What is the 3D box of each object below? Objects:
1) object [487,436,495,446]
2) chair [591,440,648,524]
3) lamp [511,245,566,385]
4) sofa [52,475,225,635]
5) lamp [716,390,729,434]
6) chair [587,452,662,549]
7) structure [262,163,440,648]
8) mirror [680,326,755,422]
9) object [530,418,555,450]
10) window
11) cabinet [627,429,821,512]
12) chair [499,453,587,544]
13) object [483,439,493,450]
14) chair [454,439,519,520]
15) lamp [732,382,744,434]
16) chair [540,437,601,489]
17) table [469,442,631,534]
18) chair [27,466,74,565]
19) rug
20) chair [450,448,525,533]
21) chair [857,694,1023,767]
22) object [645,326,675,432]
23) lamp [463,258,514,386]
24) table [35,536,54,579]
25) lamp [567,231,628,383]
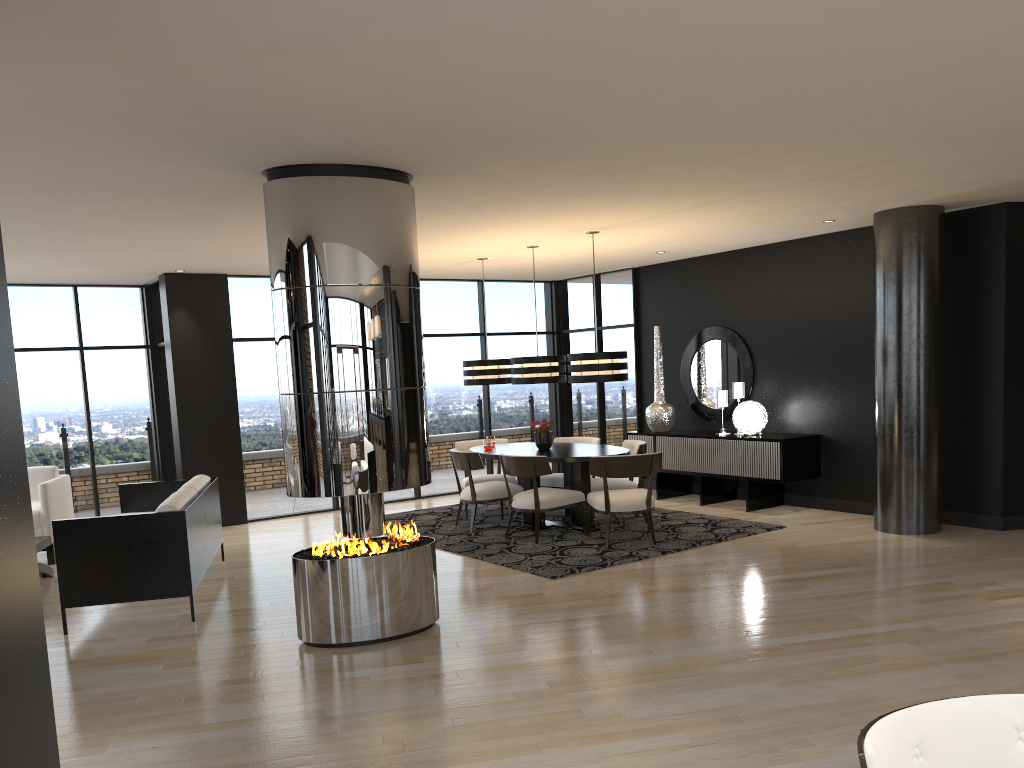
[{"bbox_3d":[-0.223,0.603,9.370,0.095,0.107,0.094,-1,4,21],"label":"object"},{"bbox_3d":[1.027,0.978,8.683,0.616,0.813,0.638,-3,4,-6],"label":"chair"},{"bbox_3d":[0.234,-0.672,8.606,0.533,1.340,0.533,-7,7,-35],"label":"lamp"},{"bbox_3d":[-2.758,1.195,6.729,0.837,0.809,2.021,-4,2,-13],"label":"sofa"},{"bbox_3d":[2.271,0.304,9.523,0.132,0.469,0.123,-4,6,-12],"label":"lamp"},{"bbox_3d":[0.975,0.996,7.732,0.642,0.813,0.611,-3,4,-6],"label":"chair"},{"bbox_3d":[-0.938,0.157,5.307,0.889,2.766,0.583,-5,7,-24],"label":"structure"},{"bbox_3d":[2.295,-0.107,9.939,0.025,1.087,1.073,-7,6,-35],"label":"mirror"},{"bbox_3d":[0.305,0.494,8.690,0.228,0.301,0.237,-6,5,-33],"label":"object"},{"bbox_3d":[-0.421,-0.871,3.371,10.095,4.821,15.835,-4,2,-26],"label":"window"},{"bbox_3d":[2.247,0.921,9.692,0.607,0.772,2.232,-6,3,-35],"label":"cabinet"},{"bbox_3d":[0.246,1.026,8.088,0.612,0.813,0.641,-7,6,-42],"label":"chair"},{"bbox_3d":[-0.242,0.612,8.938,0.095,0.107,0.095,-5,4,-24],"label":"object"},{"bbox_3d":[-0.275,1.025,9.609,0.642,0.813,0.612,-4,5,-14],"label":"chair"},{"bbox_3d":[2.418,0.256,9.409,0.125,0.555,0.131,-1,6,17],"label":"lamp"},{"bbox_3d":[0.602,0.987,9.358,0.642,0.813,0.612,1,6,41],"label":"chair"},{"bbox_3d":[0.348,1.027,8.753,1.204,0.775,2.101,-4,2,-33],"label":"table"},{"bbox_3d":[-4.754,1.239,8.269,1.000,0.863,0.849,-3,4,-12],"label":"chair"},{"bbox_3d":[0.342,1.408,8.854,2.705,0.011,3.714,-3,1,-35],"label":"rug"},{"bbox_3d":[-0.275,1.039,8.777,0.614,0.813,0.639,-5,5,-25],"label":"chair"},{"bbox_3d":[1.214,1.148,1.997,0.804,0.680,0.680,-3,4,-12],"label":"chair"},{"bbox_3d":[1.699,-0.054,10.186,0.342,1.219,0.341,-6,7,-26],"label":"object"},{"bbox_3d":[-0.278,-0.660,9.343,0.533,1.340,0.533,-7,7,-35],"label":"lamp"},{"bbox_3d":[-4.304,1.503,6.401,1.262,0.354,2.022,-3,1,-13],"label":"table"},{"bbox_3d":[0.745,-0.685,7.870,0.533,1.340,0.533,-7,7,-35],"label":"lamp"}]
